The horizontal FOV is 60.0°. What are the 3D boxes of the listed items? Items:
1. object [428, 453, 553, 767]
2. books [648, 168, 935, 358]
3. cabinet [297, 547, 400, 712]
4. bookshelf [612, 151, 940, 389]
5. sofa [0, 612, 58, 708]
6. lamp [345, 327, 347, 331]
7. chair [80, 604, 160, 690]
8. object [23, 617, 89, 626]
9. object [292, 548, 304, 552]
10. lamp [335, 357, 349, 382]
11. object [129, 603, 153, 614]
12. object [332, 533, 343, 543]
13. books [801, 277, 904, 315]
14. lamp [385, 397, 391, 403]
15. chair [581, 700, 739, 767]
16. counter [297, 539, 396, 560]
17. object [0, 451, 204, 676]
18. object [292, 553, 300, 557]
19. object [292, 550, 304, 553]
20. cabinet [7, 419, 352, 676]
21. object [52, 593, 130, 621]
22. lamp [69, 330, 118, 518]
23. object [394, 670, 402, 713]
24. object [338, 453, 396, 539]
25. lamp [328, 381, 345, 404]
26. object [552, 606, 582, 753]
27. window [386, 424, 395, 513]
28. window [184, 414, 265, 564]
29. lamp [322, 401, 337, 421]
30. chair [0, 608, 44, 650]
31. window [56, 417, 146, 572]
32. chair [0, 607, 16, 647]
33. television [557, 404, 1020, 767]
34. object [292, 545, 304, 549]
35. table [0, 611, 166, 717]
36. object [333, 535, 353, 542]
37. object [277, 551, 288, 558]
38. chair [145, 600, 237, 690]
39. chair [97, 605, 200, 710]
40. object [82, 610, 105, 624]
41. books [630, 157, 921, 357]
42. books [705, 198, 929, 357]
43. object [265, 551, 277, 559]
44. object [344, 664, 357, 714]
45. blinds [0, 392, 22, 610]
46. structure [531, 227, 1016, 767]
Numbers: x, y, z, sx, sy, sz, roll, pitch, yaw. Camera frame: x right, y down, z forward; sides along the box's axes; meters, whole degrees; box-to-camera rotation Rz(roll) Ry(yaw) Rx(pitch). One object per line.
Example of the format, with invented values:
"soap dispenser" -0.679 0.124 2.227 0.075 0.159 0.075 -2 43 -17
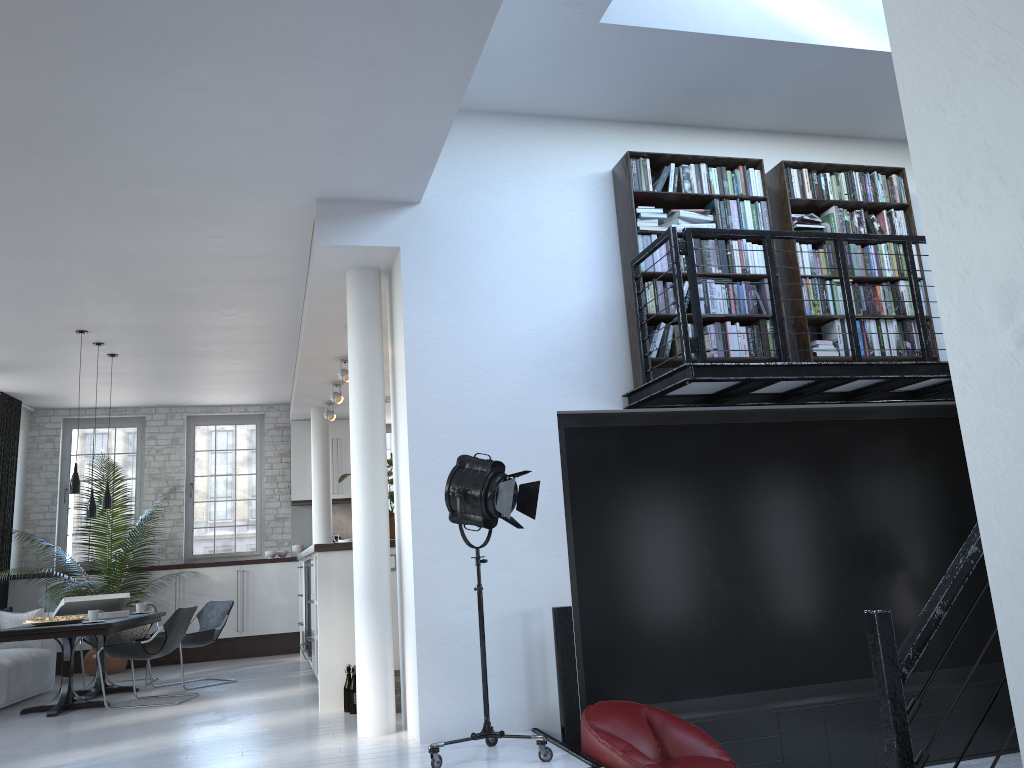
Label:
"object" -0.089 1.147 4.701 0.543 1.592 0.607 -11 -15 27
"books" 2.431 -1.266 4.305 2.205 1.420 4.340 0 -12 -16
"cabinet" -1.303 2.230 8.728 1.500 1.181 4.135 -1 -12 -15
"bookshelf" 2.827 -1.203 4.404 3.089 1.629 4.438 -1 -12 -15
"sofa" -4.915 2.503 7.822 0.920 0.777 2.634 -2 -11 -9
"lamp" -1.329 -0.365 7.564 0.183 0.240 0.181 -1 -13 -12
"chair" -3.999 2.693 9.118 0.671 0.785 0.659 -2 -12 -10
"object" -3.914 2.053 7.637 0.532 0.042 0.528 0 -12 -18
"object" -2.876 2.233 11.907 0.153 0.063 0.152 -7 -12 13
"lamp" -1.628 -0.131 8.653 0.183 0.240 0.181 -1 -13 -12
"object" -3.722 2.249 8.871 0.204 0.099 0.174 -2 -12 -10
"object" -2.463 2.155 11.936 0.414 0.293 0.276 -1 -13 -15
"books" 2.954 -1.277 4.433 1.170 1.416 4.347 0 -12 -15
"lamp" -1.519 0.196 10.937 0.328 0.025 0.326 5 -15 -40
"chair" 0.795 2.063 4.648 0.829 0.717 0.824 5 -15 -35
"counter" -1.344 1.656 8.873 1.446 0.062 4.165 -1 -12 -16
"object" -5.011 2.116 10.496 1.915 2.645 2.388 -12 -14 31
"object" -2.869 2.298 11.895 0.153 0.056 0.152 -10 -13 27
"object" -2.873 2.262 11.901 0.154 0.074 0.151 -1 -12 -12
"cabinet" -1.908 1.369 8.932 7.229 3.027 7.238 -1 -12 -15
"object" -3.991 2.116 8.408 0.590 0.218 0.583 4 -14 -36
"lamp" -4.010 0.350 8.524 0.114 1.869 1.046 -2 -13 -8
"object" -0.826 2.211 6.399 0.455 0.250 0.386 -2 -12 -10
"object" -1.115 0.881 7.503 0.771 0.898 0.435 -15 -17 41
"lamp" -1.928 0.104 9.743 0.183 0.240 0.181 -1 -13 -12
"object" 0.321 1.925 5.135 0.157 1.231 0.156 5 -16 -34
"window" -1.460 1.296 12.780 1.298 1.471 0.132 0 -14 -15
"window" -4.643 1.997 16.502 8.136 6.123 9.069 -1 -12 -15
"lamp" -2.227 0.338 10.832 0.183 0.240 0.181 -1 -13 -12
"chair" -4.927 2.482 8.900 0.218 0.442 0.456 -16 -17 43
"window" -5.395 1.430 11.676 1.033 2.008 0.132 0 -14 -15
"chair" -5.231 2.449 8.759 0.332 0.503 0.620 -10 -13 24
"television" 1.961 1.359 5.993 3.353 2.448 0.115 -1 -14 -15
"object" -2.879 2.202 11.916 0.153 0.075 0.152 -14 -15 41
"table" -3.858 2.503 8.016 0.959 0.709 1.901 -2 -11 -9
"object" -2.017 1.886 10.601 0.269 0.174 0.129 -7 -13 13
"object" -3.044 2.258 11.734 0.156 0.093 0.155 4 -14 -34
"chair" -3.133 2.553 8.706 0.668 0.785 0.662 -14 -16 38
"chair" -3.123 2.352 7.687 0.664 0.785 0.665 -4 -12 0
"object" -3.540 1.968 7.500 0.175 0.098 0.299 2 -13 -25
"books" 1.867 -0.854 6.261 2.207 1.435 0.312 -1 -13 -15
"books" 2.729 -1.138 4.365 1.599 1.149 4.299 0 -12 -16
"object" -3.154 2.241 11.610 0.156 0.093 0.155 0 -12 -17
"object" -0.946 2.177 6.377 0.555 0.327 0.287 -6 -12 11
"blinds" -6.001 1.778 10.372 0.102 3.343 0.617 -2 -13 -10
"structure" 2.202 0.439 3.823 4.616 3.382 4.451 -1 -12 -15
